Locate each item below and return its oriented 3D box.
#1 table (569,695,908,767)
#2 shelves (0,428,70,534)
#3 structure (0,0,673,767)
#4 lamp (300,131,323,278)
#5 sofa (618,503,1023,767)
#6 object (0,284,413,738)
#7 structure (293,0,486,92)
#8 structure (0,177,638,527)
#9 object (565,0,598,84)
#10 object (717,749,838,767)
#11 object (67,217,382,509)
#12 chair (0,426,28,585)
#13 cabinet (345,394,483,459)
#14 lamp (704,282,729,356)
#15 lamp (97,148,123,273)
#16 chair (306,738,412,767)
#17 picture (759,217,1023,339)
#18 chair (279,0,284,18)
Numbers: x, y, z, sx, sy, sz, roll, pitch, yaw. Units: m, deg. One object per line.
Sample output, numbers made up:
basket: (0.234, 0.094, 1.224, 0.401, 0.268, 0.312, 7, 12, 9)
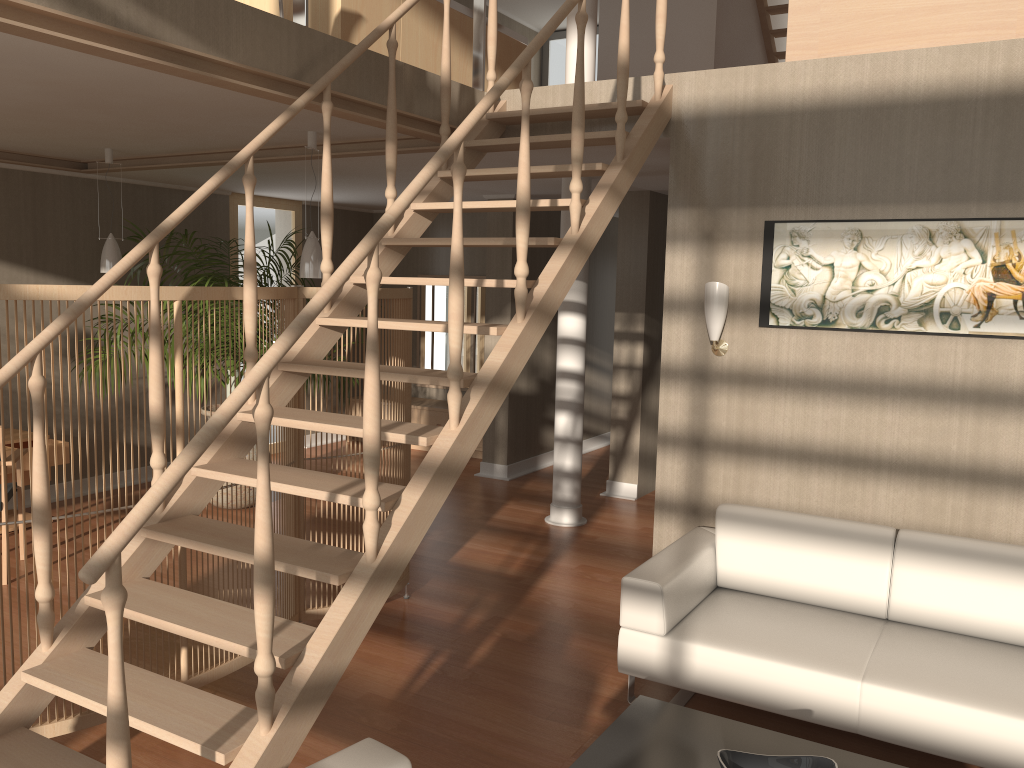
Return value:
table: (0.800, 1.285, 2.427, 1.260, 0.293, 0.700, 5, 8, 30)
shelves: (-3.583, 0.693, 5.293, 0.658, 0.590, 1.600, 5, 8, 30)
structure: (-0.472, -0.490, 3.259, 1.000, 3.578, 3.150, 5, 8, 30)
lamp: (-1.109, -0.990, 4.921, 0.139, 0.800, 0.139, -2, 7, -24)
sofa: (1.399, 0.972, 3.370, 1.781, 0.740, 0.905, 5, 8, 30)
object: (-1.094, 0.373, 3.670, 0.233, 1.542, 2.229, 6, 8, 35)
structure: (-2.469, -2.017, 4.189, 3.475, 0.900, 3.300, 5, 8, 30)
structure: (0.745, -0.156, 5.170, 8.342, 2.533, 10.775, 5, 8, 30)
object: (0.479, -2.896, 5.878, 0.200, 2.400, 0.200, 5, 8, 30)
object: (0.714, 1.076, 2.402, 0.317, 0.125, 0.223, 2, 7, 2)
object: (-2.057, -0.038, 6.468, 2.109, 2.304, 2.157, 4, 7, 19)
chair: (-3.024, 0.631, 4.879, 0.582, 0.856, 0.509, -1, 7, -20)
cabinet: (-0.773, 0.422, 8.874, 1.911, 0.458, 0.500, 5, 8, 30)
lamp: (0.965, -0.303, 4.179, 0.112, 0.353, 0.153, 5, 8, 30)
lamp: (-2.625, -1.129, 5.798, 0.139, 0.800, 0.139, 2, 7, 4)
chair: (-0.314, 1.138, 1.582, 0.900, 0.740, 0.905, 7, 9, 40)
picture: (1.821, -0.450, 3.735, 1.531, 0.487, 0.018, 5, 8, 30)
chair: (-1.444, -1.964, 4.383, 0.496, 0.796, 0.430, 4, 7, 25)
